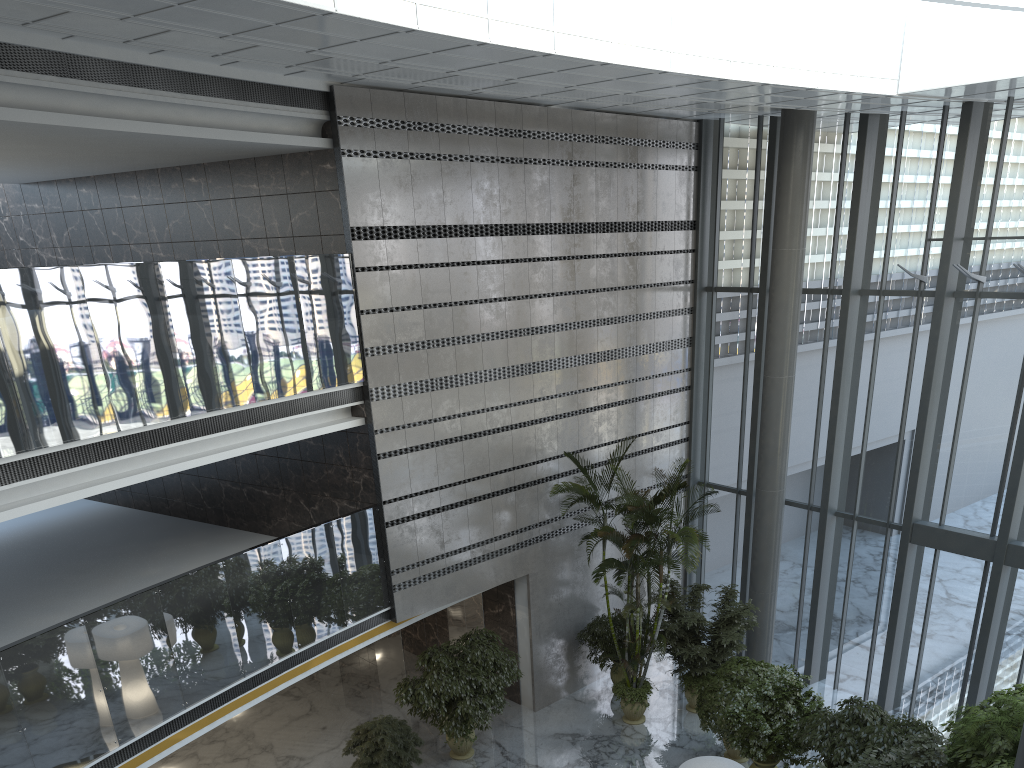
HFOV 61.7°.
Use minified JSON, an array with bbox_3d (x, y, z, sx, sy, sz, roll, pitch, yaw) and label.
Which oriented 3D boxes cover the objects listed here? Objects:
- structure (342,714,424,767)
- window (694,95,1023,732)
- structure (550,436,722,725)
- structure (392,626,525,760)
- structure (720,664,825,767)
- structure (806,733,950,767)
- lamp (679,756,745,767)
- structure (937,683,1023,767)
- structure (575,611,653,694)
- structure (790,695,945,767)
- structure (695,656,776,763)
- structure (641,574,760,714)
[{"bbox_3d":[-1.819,5.315,12.155,1.156,1.461,1.107,-12,20,-27],"label":"structure"},{"bbox_3d":[0.653,1.306,7.141,18.443,11.077,12.540,-9,16,-26],"label":"window"},{"bbox_3d":[1.889,3.197,13.204,2.398,5.118,2.336,-16,24,-32],"label":"structure"},{"bbox_3d":[-0.764,4.782,13.006,2.022,2.174,1.486,-5,18,-10],"label":"structure"},{"bbox_3d":[3.592,4.825,11.878,1.374,2.163,1.132,-7,20,-14],"label":"structure"},{"bbox_3d":[4.055,5.053,9.201,2.127,2.564,2.240,10,21,35],"label":"structure"},{"bbox_3d":[2.344,5.322,10.127,0.835,1.836,0.762,-11,22,-21],"label":"lamp"},{"bbox_3d":[5.932,4.617,9.326,3.140,3.256,3.481,-11,18,-27],"label":"structure"},{"bbox_3d":[1.784,4.634,14.781,1.394,1.701,1.030,-2,19,1],"label":"structure"},{"bbox_3d":[4.518,4.973,11.017,1.639,2.081,1.839,-5,17,-8],"label":"structure"},{"bbox_3d":[3.448,4.869,12.796,1.414,1.772,1.475,3,18,16],"label":"structure"},{"bbox_3d":[3.071,4.304,14.004,1.785,2.524,1.771,9,21,32],"label":"structure"}]
